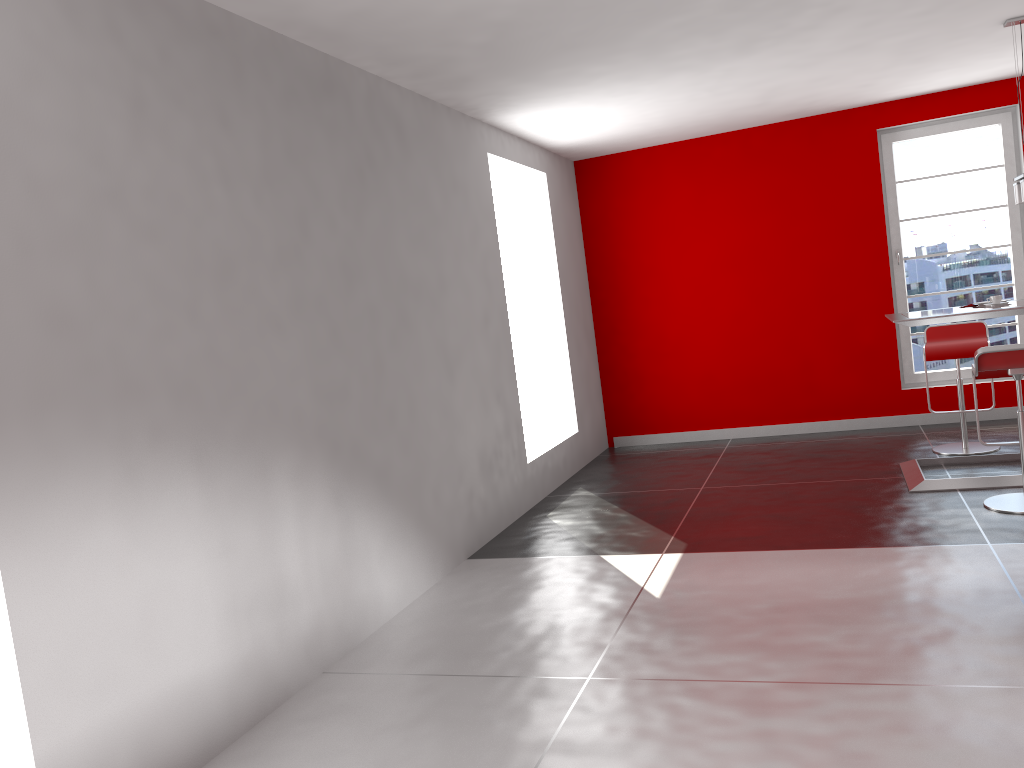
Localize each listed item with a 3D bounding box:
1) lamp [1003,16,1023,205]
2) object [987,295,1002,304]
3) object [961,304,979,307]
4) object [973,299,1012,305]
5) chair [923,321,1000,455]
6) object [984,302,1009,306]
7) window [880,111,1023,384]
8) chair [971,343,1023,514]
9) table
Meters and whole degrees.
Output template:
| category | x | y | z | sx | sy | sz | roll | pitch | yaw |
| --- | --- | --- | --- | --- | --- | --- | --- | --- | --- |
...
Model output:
| category | x | y | z | sx | sy | sz | roll | pitch | yaw |
| --- | --- | --- | --- | --- | --- | --- | --- | --- | --- |
| lamp | 3.010 | -1.567 | 5.031 | 0.304 | 1.025 | 0.304 | -6 | 5 | 20 |
| object | 2.863 | -0.497 | 5.258 | 0.078 | 0.049 | 0.062 | -3 | 6 | 43 |
| object | 2.824 | -0.485 | 5.502 | 0.095 | 0.012 | 0.234 | -6 | 5 | 19 |
| object | 2.952 | -0.500 | 5.451 | 0.217 | 0.015 | 0.217 | -3 | 6 | 44 |
| chair | 3.070 | 0.022 | 6.073 | 0.418 | 0.857 | 0.460 | -5 | 5 | 28 |
| object | 2.872 | -0.473 | 5.255 | 0.119 | 0.016 | 0.119 | -7 | 4 | 0 |
| window | 3.547 | -1.052 | 7.083 | 0.938 | 2.038 | 0.117 | -6 | 5 | 20 |
| chair | 2.614 | 0.201 | 4.542 | 0.418 | 0.857 | 0.460 | -5 | 5 | 25 |
| table | 3.164 | 0.007 | 5.174 | 1.700 | 1.000 | 0.800 | -6 | 5 | 20 |
